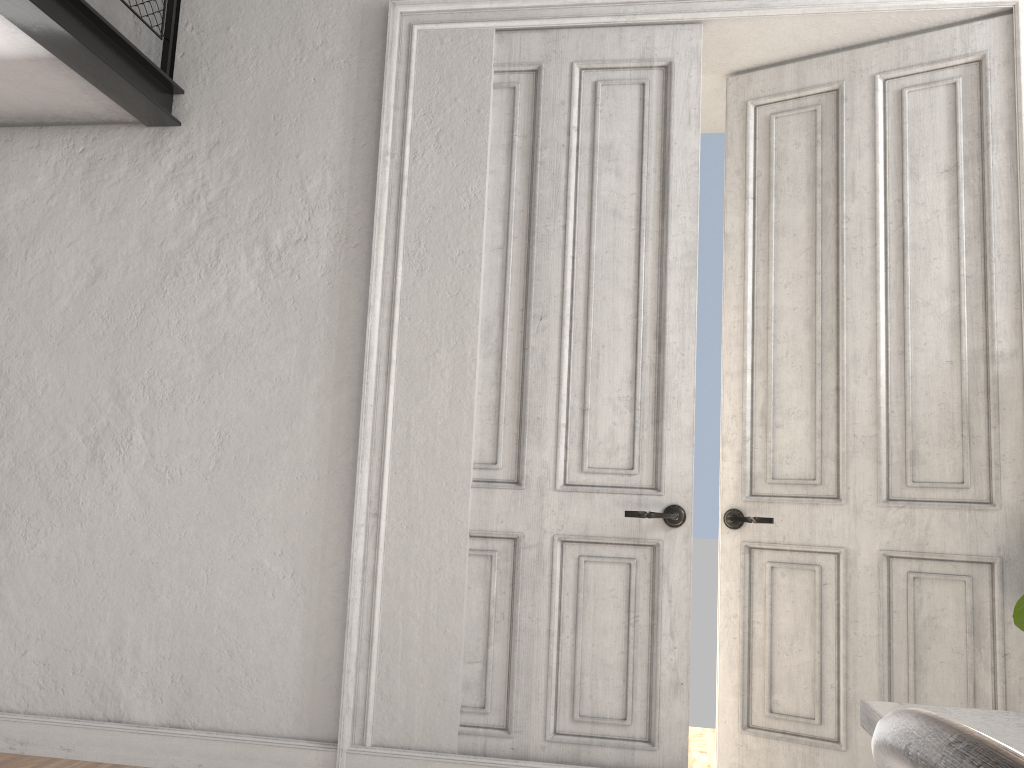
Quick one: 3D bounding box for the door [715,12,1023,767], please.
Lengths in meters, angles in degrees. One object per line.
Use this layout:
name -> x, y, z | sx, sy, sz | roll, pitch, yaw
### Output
door -> 1.284, 0.086, 3.223 | 1.097, 2.811, 0.216 | -2, -9, 34

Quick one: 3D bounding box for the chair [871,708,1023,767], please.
chair -> 0.390, 0.579, 0.219 | 0.549, 0.919, 0.438 | 2, -8, 5

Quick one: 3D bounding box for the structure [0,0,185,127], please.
structure -> -3.813, -2.116, 1.079 | 4.157, 1.211, 5.934 | 1, -8, 9

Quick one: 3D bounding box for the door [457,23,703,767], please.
door -> 0.111, 0.034, 3.246 | 1.097, 2.811, 0.216 | 1, -8, 11

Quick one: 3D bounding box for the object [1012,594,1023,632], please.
object -> 1.241, 0.124, 0.017 | 0.792, 1.840, 5.834 | 1, -8, 14
